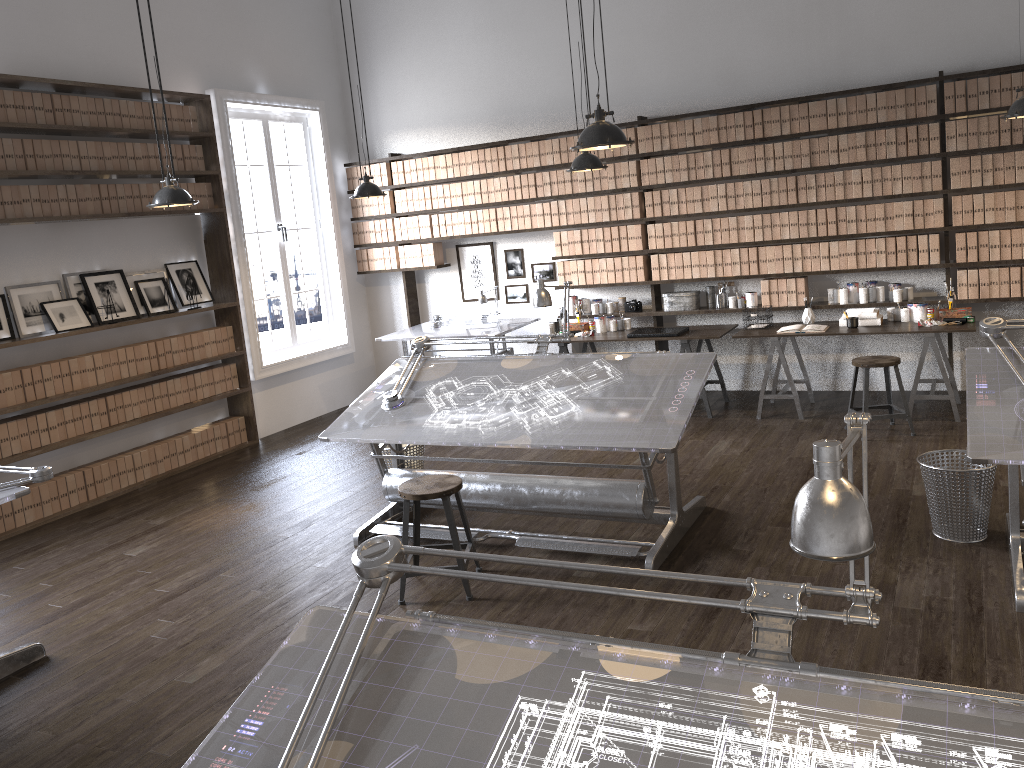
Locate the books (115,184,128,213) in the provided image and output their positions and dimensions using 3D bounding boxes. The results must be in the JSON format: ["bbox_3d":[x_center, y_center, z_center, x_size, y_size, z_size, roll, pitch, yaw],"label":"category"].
[{"bbox_3d":[-3.028,-1.401,6.742,0.174,0.224,0.067,-1,9,28],"label":"books"}]

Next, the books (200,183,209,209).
[{"bbox_3d":[-2.660,-1.574,7.465,0.174,0.224,0.067,-1,9,28],"label":"books"}]

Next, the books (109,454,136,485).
[{"bbox_3d":[-2.965,0.653,6.744,0.174,0.224,0.067,-1,9,27],"label":"books"}]

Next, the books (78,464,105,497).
[{"bbox_3d":[-3.091,0.710,6.506,0.174,0.224,0.067,-1,9,28],"label":"books"}]

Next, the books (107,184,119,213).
[{"bbox_3d":[-3.064,-1.386,6.682,0.174,0.224,0.067,-1,9,28],"label":"books"}]

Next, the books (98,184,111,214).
[{"bbox_3d":[-3.093,-1.371,6.613,0.174,0.224,0.067,-1,9,27],"label":"books"}]

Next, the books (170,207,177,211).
[{"bbox_3d":[-2.814,-1.503,7.166,0.174,0.224,0.067,-1,9,27],"label":"books"}]

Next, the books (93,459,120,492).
[{"bbox_3d":[-3.027,0.683,6.615,0.174,0.224,0.067,-1,9,28],"label":"books"}]

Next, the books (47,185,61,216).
[{"bbox_3d":[-3.286,-1.283,6.250,0.174,0.224,0.067,-1,9,28],"label":"books"}]

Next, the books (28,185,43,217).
[{"bbox_3d":[-3.344,-1.254,6.124,0.174,0.224,0.067,-1,9,27],"label":"books"}]

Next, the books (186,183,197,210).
[{"bbox_3d":[-2.714,-1.547,7.350,0.174,0.224,0.067,-1,9,28],"label":"books"}]

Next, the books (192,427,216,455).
[{"bbox_3d":[-2.596,0.479,7.471,0.174,0.224,0.067,-1,9,28],"label":"books"}]

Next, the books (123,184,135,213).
[{"bbox_3d":[-3.000,-1.416,6.806,0.174,0.224,0.067,-1,9,27],"label":"books"}]

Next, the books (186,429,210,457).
[{"bbox_3d":[-2.628,0.494,7.409,0.174,0.224,0.067,-1,9,28],"label":"books"}]

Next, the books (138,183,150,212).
[{"bbox_3d":[-2.932,-1.445,6.925,0.174,0.224,0.067,-1,9,28],"label":"books"}]

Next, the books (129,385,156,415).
[{"bbox_3d":[-2.889,0.122,6.926,0.174,0.224,0.067,-1,9,28],"label":"books"}]

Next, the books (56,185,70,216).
[{"bbox_3d":[-3.251,-1.298,6.309,0.174,0.224,0.067,-1,9,27],"label":"books"}]

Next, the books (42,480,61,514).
[{"bbox_3d":[-3.254,0.786,6.188,0.174,0.224,0.067,-1,9,27],"label":"books"}]

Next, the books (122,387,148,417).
[{"bbox_3d":[-2.922,0.137,6.865,0.174,0.224,0.067,-1,9,28],"label":"books"}]

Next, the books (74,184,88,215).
[{"bbox_3d":[-3.183,-1.328,6.434,0.174,0.224,0.067,-1,9,28],"label":"books"}]

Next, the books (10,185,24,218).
[{"bbox_3d":[-3.408,-1.225,6.007,0.174,0.224,0.067,-1,9,28],"label":"books"}]

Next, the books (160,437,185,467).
[{"bbox_3d":[-2.745,0.551,7.170,0.174,0.224,0.067,-1,9,27],"label":"books"}]

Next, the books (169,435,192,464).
[{"bbox_3d":[-2.714,0.536,7.235,0.174,0.224,0.067,-1,9,28],"label":"books"}]

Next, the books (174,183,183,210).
[{"bbox_3d":[-2.784,-1.517,7.228,0.174,0.224,0.067,-1,9,27],"label":"books"}]

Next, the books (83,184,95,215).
[{"bbox_3d":[-3.159,-1.341,6.492,0.174,0.224,0.067,-1,9,27],"label":"books"}]

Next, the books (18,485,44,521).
[{"bbox_3d":[-3.313,0.815,6.069,0.174,0.224,0.067,-1,9,27],"label":"books"}]

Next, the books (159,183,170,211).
[{"bbox_3d":[-2.842,-1.488,7.103,0.174,0.224,0.067,-1,9,28],"label":"books"}]

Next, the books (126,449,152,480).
[{"bbox_3d":[-2.899,0.622,6.873,0.174,0.224,0.067,-1,9,27],"label":"books"}]

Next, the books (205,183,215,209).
[{"bbox_3d":[-2.629,-1.589,7.527,0.174,0.224,0.067,-1,9,28],"label":"books"}]

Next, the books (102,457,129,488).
[{"bbox_3d":[-2.995,0.668,6.679,0.174,0.224,0.067,-1,9,27],"label":"books"}]

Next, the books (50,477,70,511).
[{"bbox_3d":[-3.222,0.771,6.250,0.174,0.224,0.067,-1,9,27],"label":"books"}]

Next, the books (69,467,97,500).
[{"bbox_3d":[-3.120,0.726,6.438,0.174,0.224,0.067,-1,9,27],"label":"books"}]

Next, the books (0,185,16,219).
[{"bbox_3d":[-3.434,-1.211,5.946,0.174,0.224,0.067,-1,9,27],"label":"books"}]

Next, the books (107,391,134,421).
[{"bbox_3d":[-2.980,0.167,6.737,0.174,0.224,0.067,-1,9,27],"label":"books"}]

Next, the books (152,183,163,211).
[{"bbox_3d":[-2.877,-1.473,7.040,0.174,0.224,0.067,-1,9,27],"label":"books"}]

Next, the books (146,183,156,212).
[{"bbox_3d":[-2.906,-1.459,6.985,0.174,0.224,0.067,-1,9,27],"label":"books"}]

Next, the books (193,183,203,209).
[{"bbox_3d":[-2.684,-1.561,7.408,0.174,0.224,0.067,-1,9,27],"label":"books"}]

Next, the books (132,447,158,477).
[{"bbox_3d":[-2.872,0.609,6.929,0.174,0.224,0.067,-1,9,27],"label":"books"}]

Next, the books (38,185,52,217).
[{"bbox_3d":[-3.316,-1.268,6.187,0.174,0.224,0.067,-1,9,28],"label":"books"}]

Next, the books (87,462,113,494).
[{"bbox_3d":[-3.060,0.697,6.562,0.174,0.224,0.067,-1,9,27],"label":"books"}]

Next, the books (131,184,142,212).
[{"bbox_3d":[-2.968,-1.431,6.868,0.174,0.224,0.067,-1,9,27],"label":"books"}]

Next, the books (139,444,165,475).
[{"bbox_3d":[-2.838,0.595,6.986,0.174,0.224,0.067,-1,9,28],"label":"books"}]

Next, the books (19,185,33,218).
[{"bbox_3d":[-3.378,-1.238,6.061,0.174,0.224,0.067,-1,9,28],"label":"books"}]

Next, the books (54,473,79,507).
[{"bbox_3d":[-3.186,0.757,6.310,0.174,0.224,0.067,-1,9,28],"label":"books"}]

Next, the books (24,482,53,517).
[{"bbox_3d":[-3.279,0.801,6.126,0.174,0.224,0.067,-1,9,28],"label":"books"}]

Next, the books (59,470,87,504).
[{"bbox_3d":[-3.159,0.742,6.375,0.174,0.224,0.067,-1,9,28],"label":"books"}]

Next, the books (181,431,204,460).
[{"bbox_3d":[-2.653,0.508,7.347,0.174,0.224,0.067,-1,9,27],"label":"books"}]

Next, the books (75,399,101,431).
[{"bbox_3d":[-3.110,0.227,6.487,0.174,0.224,0.067,-1,9,27],"label":"books"}]

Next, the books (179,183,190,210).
[{"bbox_3d":[-2.750,-1.532,7.288,0.174,0.224,0.067,-1,9,28],"label":"books"}]

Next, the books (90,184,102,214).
[{"bbox_3d":[-3.131,-1.355,6.551,0.174,0.224,0.067,-1,9,28],"label":"books"}]

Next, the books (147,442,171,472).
[{"bbox_3d":[-2.813,0.580,7.050,0.174,0.224,0.067,-1,9,28],"label":"books"}]

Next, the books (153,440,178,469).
[{"bbox_3d":[-2.780,0.565,7.110,0.174,0.224,0.067,-1,9,28],"label":"books"}]

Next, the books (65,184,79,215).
[{"bbox_3d":[-3.216,-1.313,6.371,0.174,0.224,0.067,-1,9,27],"label":"books"}]

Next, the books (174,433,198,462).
[{"bbox_3d":[-2.687,0.522,7.291,0.174,0.224,0.067,-1,9,28],"label":"books"}]

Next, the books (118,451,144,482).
[{"bbox_3d":[-2.930,0.637,6.809,0.174,0.224,0.067,-1,9,28],"label":"books"}]

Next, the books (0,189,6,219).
[{"bbox_3d":[-3.470,-1.197,5.890,0.174,0.224,0.067,-1,9,28],"label":"books"}]
